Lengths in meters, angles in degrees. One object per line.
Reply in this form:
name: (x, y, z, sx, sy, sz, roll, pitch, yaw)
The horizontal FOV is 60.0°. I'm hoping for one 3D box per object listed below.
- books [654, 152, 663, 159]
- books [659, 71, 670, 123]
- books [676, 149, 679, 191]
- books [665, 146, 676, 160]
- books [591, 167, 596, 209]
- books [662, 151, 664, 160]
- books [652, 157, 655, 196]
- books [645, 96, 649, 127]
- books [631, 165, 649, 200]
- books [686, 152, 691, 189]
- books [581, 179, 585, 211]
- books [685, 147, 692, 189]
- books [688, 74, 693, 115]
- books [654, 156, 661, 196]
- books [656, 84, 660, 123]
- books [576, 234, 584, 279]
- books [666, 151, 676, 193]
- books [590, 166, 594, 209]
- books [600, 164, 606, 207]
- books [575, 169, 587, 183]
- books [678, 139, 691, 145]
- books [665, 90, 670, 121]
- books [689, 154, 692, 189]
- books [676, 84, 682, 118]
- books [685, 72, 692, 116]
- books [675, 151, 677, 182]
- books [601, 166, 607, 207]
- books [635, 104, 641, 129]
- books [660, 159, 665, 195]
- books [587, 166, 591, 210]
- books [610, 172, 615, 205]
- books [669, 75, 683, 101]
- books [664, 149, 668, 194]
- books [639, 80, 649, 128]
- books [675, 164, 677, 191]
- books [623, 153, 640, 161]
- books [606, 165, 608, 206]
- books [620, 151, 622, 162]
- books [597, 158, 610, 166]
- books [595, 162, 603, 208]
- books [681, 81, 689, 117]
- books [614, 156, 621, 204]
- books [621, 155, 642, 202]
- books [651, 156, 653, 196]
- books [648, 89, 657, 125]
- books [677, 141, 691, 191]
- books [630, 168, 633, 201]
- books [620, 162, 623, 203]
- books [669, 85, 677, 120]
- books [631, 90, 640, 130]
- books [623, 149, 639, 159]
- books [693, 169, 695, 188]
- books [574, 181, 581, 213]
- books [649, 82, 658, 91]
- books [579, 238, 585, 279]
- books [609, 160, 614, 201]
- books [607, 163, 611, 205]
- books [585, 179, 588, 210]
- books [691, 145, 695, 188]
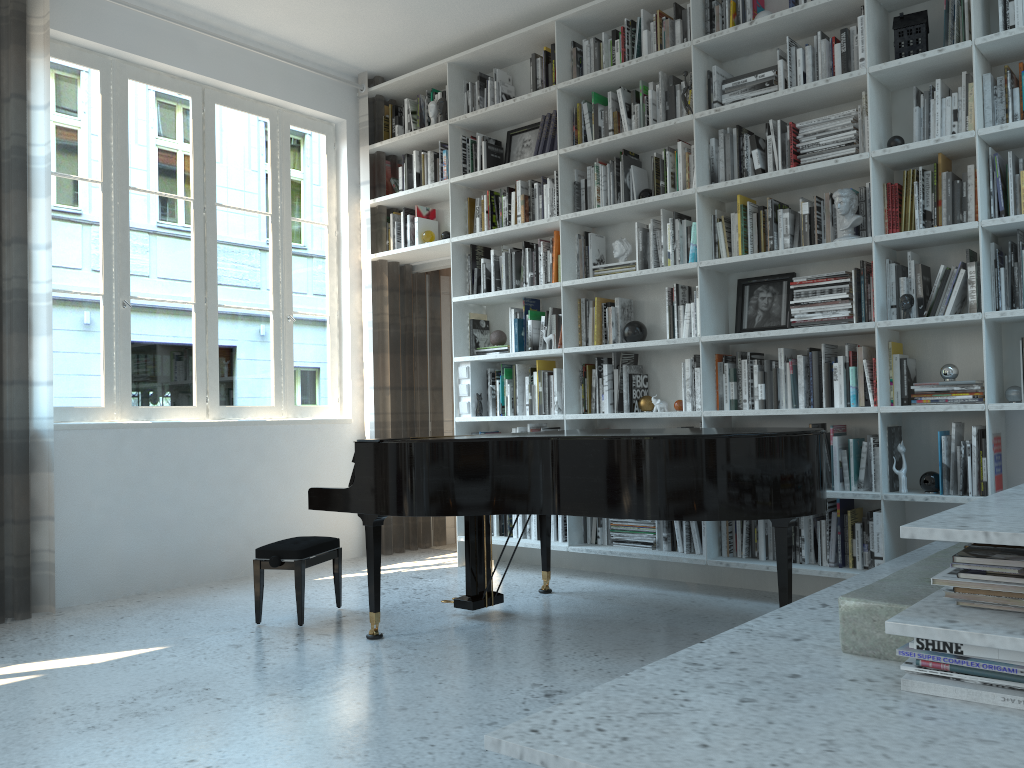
books: (0.803, -1.090, 4.753, 0.012, 0.276, 0.129, -3, -2, 40)
books: (0.834, -1.478, 4.696, 0.011, 0.313, 0.183, -3, -2, 40)
books: (0.908, -1.085, 4.636, 0.006, 0.253, 0.180, -3, -2, 40)
books: (0.869, -1.100, 4.691, 0.033, 0.287, 0.155, -3, -2, 40)
books: (0.506, -1.067, 4.974, 0.024, 0.262, 0.177, -3, -2, 40)
books: (0.845, -1.088, 4.711, 0.009, 0.266, 0.149, -3, -2, 40)
books: (0.796, -1.073, 4.723, 0.005, 0.240, 0.173, -3, -2, 40)
books: (0.763, -1.421, 4.763, 0.010, 0.208, 0.173, -3, -2, 40)
books: (0.702, -1.062, 4.820, 0.031, 0.232, 0.147, -3, -2, 40)
books: (0.952, -1.075, 4.612, 0.011, 0.229, 0.165, -3, -2, 40)
books: (0.445, -1.043, 5.056, 0.029, 0.225, 0.136, -3, -2, 40)
books: (0.941, -1.088, 4.617, 0.010, 0.257, 0.140, -3, -2, 40)
books: (0.965, -1.479, 4.588, 0.058, 0.302, 0.175, -3, -2, 40)
books: (0.804, -1.072, 4.705, 0.005, 0.236, 0.178, -3, -2, 40)
books: (0.818, -1.450, 4.727, 0.028, 0.261, 0.135, -3, -2, 40)
books: (0.421, -0.704, 5.063, 0.012, 0.285, 0.159, -3, -2, 40)
books: (0.865, -1.079, 4.650, 0.013, 0.243, 0.188, -3, -2, 40)
books: (0.491, -1.073, 4.985, 0.012, 0.276, 0.157, -3, -2, 40)
books: (0.545, -1.070, 4.920, 0.009, 0.263, 0.189, -3, -2, 40)
books: (0.413, -1.072, 5.073, 0.012, 0.285, 0.159, -3, -2, 40)
books: (0.913, -1.111, 4.635, 0.006, 0.303, 0.165, -3, -2, 40)
books: (0.861, -1.428, 4.699, 0.024, 0.213, 0.150, -3, -2, 40)
books: (0.965, -1.069, 4.601, 0.024, 0.216, 0.142, -3, -2, 40)
books: (0.909, -1.436, 4.641, 0.022, 0.222, 0.161, -3, -2, 40)
books: (0.954, -1.459, 4.598, 0.055, 0.263, 0.167, -3, -2, 40)
books: (0.900, -1.085, 4.652, 0.017, 0.253, 0.139, -3, -2, 40)
books: (0.554, -1.065, 4.915, 0.012, 0.251, 0.184, -3, -2, 40)
books: (0.722, -1.404, 4.799, 0.028, 0.180, 0.168, -3, -2, 40)
books: (0.831, -1.064, 4.681, 0.006, 0.216, 0.181, -3, -2, 40)
books: (0.479, -1.074, 5.000, 0.026, 0.279, 0.151, -3, -2, 40)
books: (0.598, -1.046, 4.885, 0.011, 0.209, 0.181, -3, -2, 40)
books: (0.880, -1.467, 4.687, 0.022, 0.290, 0.146, -3, -2, 40)
books: (0.848, -1.093, 4.695, 0.005, 0.275, 0.157, -3, -2, 40)
books: (0.736, -1.469, 4.788, 0.012, 0.307, 0.145, -3, -2, 40)
books: (0.898, -1.075, 4.670, 0.011, 0.236, 0.130, -3, -2, 40)
books: (0.660, -1.096, 4.859, 0.005, 0.305, 0.162, -3, -2, 40)
books: (0.578, -1.070, 4.926, 0.010, 0.261, 0.169, -3, -2, 40)
books: (0.640, -1.103, 4.874, 0.004, 0.321, 0.153, -3, -2, 40)
books: (0.526, -1.095, 4.974, 0.011, 0.317, 0.154, -3, -2, 40)
books: (0.521, -1.079, 4.950, 0.010, 0.283, 0.184, -3, -2, 40)
books: (0.937, -1.444, 4.638, 0.025, 0.237, 0.153, -3, -2, 40)
books: (0.618, -1.088, 4.876, 0.011, 0.291, 0.176, -3, -2, 40)
books: (0.656, -1.088, 4.836, 0.011, 0.287, 0.189, -3, -2, 40)
books: (0.792, -1.079, 4.753, 0.005, 0.254, 0.161, -3, -2, 40)
books: (0.788, -1.432, 4.728, 0.021, 0.226, 0.191, -3, -2, 40)
books: (0.924, -1.101, 4.622, 0.022, 0.284, 0.190, -3, -2, 40)
books: (0.690, -1.054, 4.843, 0.012, 0.218, 0.151, -3, -2, 40)
books: (0.642, -1.074, 4.864, 0.010, 0.261, 0.158, -3, -2, 40)
books: (0.887, -1.432, 4.654, 0.030, 0.217, 0.182, -3, -2, 40)
books: (0.705, -1.445, 4.823, 0.027, 0.265, 0.168, -3, -2, 40)
books: (0.657, -1.109, 4.864, 0.005, 0.331, 0.161, -3, -2, 40)
books: (0.995, -1.082, 4.535, 0.064, 0.237, 0.208, -3, -2, 40)
books: (0.413, -1.034, 5.051, 0.015, 0.207, 0.186, -3, -2, 40)
books: (0.784, -1.460, 4.762, 0.026, 0.286, 0.137, -3, -2, 40)
books: (0.431, -0.691, 5.047, 0.024, 0.257, 0.134, -3, -2, 40)
books: (0.594, -1.080, 4.899, 0.011, 0.279, 0.169, -3, -2, 40)
books: (0.583, -1.071, 4.900, 0.009, 0.261, 0.180, -3, -2, 40)
books: (0.465, -1.042, 5.038, 0.024, 0.219, 0.140, -3, -2, 40)
books: (0.976, -1.090, 4.579, 0.022, 0.257, 0.155, -3, -2, 40)
